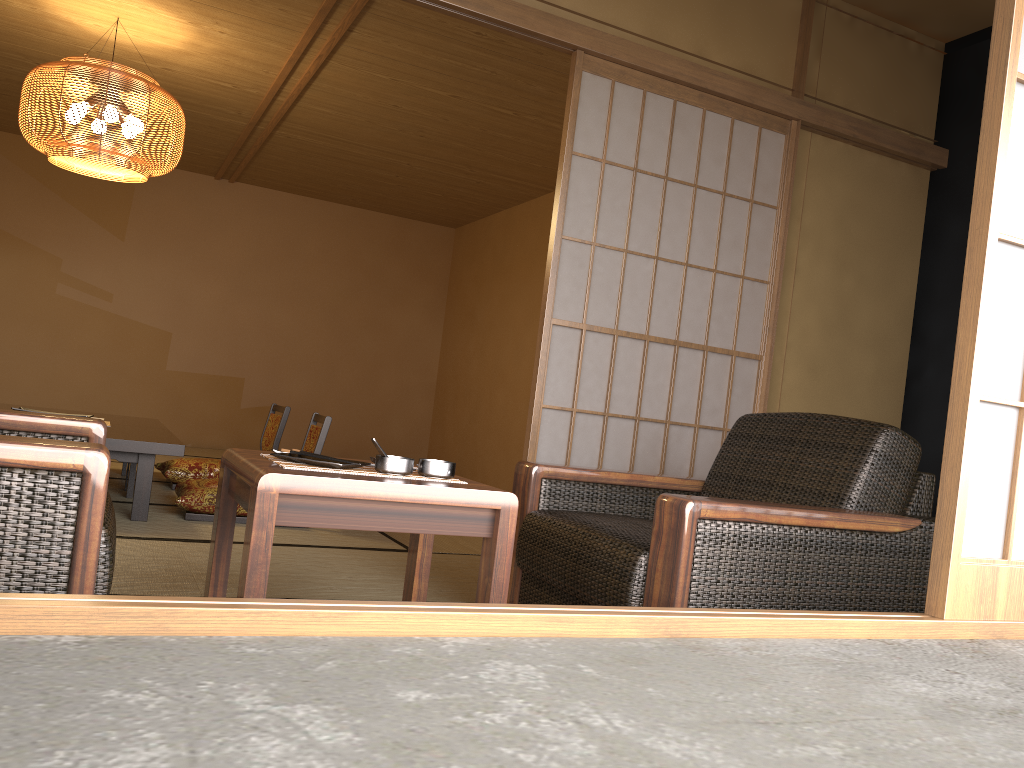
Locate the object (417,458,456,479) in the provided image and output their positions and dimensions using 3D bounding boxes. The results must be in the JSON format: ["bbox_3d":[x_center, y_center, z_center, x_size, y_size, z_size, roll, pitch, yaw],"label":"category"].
[{"bbox_3d":[-0.169,0.191,1.991,0.084,0.037,0.084,7,-2,3],"label":"object"}]

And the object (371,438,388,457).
[{"bbox_3d":[-0.268,0.153,1.924,0.038,0.068,0.117,6,-2,30],"label":"object"}]

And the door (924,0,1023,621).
[{"bbox_3d":[1.293,-0.463,1.763,0.993,1.872,0.040,7,-1,-25],"label":"door"}]

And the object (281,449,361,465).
[{"bbox_3d":[-0.419,0.159,1.936,0.230,0.007,0.006,6,-2,31],"label":"object"}]

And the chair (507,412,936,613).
[{"bbox_3d":[0.564,0.433,2.472,0.944,0.779,0.872,8,-2,-25],"label":"chair"}]

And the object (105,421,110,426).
[{"bbox_3d":[-2.273,0.182,4.534,0.401,0.003,0.398,8,-2,-25],"label":"object"}]

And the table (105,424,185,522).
[{"bbox_3d":[-2.093,0.370,4.079,0.996,0.356,0.994,8,-2,-25],"label":"table"}]

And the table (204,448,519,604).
[{"bbox_3d":[-0.369,0.439,1.997,0.541,0.500,0.540,8,-2,-25],"label":"table"}]

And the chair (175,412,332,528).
[{"bbox_3d":[-1.279,0.384,4.383,0.687,0.546,0.582,8,-2,-21],"label":"chair"}]

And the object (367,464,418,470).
[{"bbox_3d":[-0.318,0.192,2.088,0.230,0.007,0.006,8,-2,-36],"label":"object"}]

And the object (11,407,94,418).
[{"bbox_3d":[-2.294,0.156,4.431,0.349,0.039,0.129,7,-2,-12],"label":"object"}]

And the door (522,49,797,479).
[{"bbox_3d":[0.546,-0.131,3.265,0.993,1.933,0.040,7,-1,-25],"label":"door"}]

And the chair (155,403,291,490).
[{"bbox_3d":[-1.743,0.361,5.366,0.699,0.546,0.582,8,-2,-26],"label":"chair"}]

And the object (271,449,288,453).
[{"bbox_3d":[-0.519,0.158,2.003,0.050,0.018,0.015,8,-2,-38],"label":"object"}]

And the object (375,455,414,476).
[{"bbox_3d":[-0.258,0.178,1.946,0.084,0.037,0.084,8,-2,-33],"label":"object"}]

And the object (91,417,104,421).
[{"bbox_3d":[-2.240,0.182,4.654,0.180,0.014,0.130,8,-2,-23],"label":"object"}]

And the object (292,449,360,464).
[{"bbox_3d":[-0.412,0.160,1.959,0.230,0.007,0.006,5,-2,39],"label":"object"}]

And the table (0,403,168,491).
[{"bbox_3d":[-2.514,0.349,4.980,0.996,0.356,0.994,8,-2,-25],"label":"table"}]

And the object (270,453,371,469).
[{"bbox_3d":[-0.419,0.170,1.942,0.181,0.015,0.131,6,-2,20],"label":"object"}]

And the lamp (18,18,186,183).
[{"bbox_3d":[-2.142,-1.544,4.710,0.798,0.825,0.799,7,-1,-1],"label":"lamp"}]

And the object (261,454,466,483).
[{"bbox_3d":[-0.340,0.190,2.000,0.401,0.003,0.300,8,-2,-25],"label":"object"}]

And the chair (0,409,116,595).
[{"bbox_3d":[-1.229,0.184,1.628,0.944,0.779,0.872,8,-2,-25],"label":"chair"}]

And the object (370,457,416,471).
[{"bbox_3d":[-0.275,0.186,2.064,0.131,0.026,0.038,9,-2,-40],"label":"object"}]
